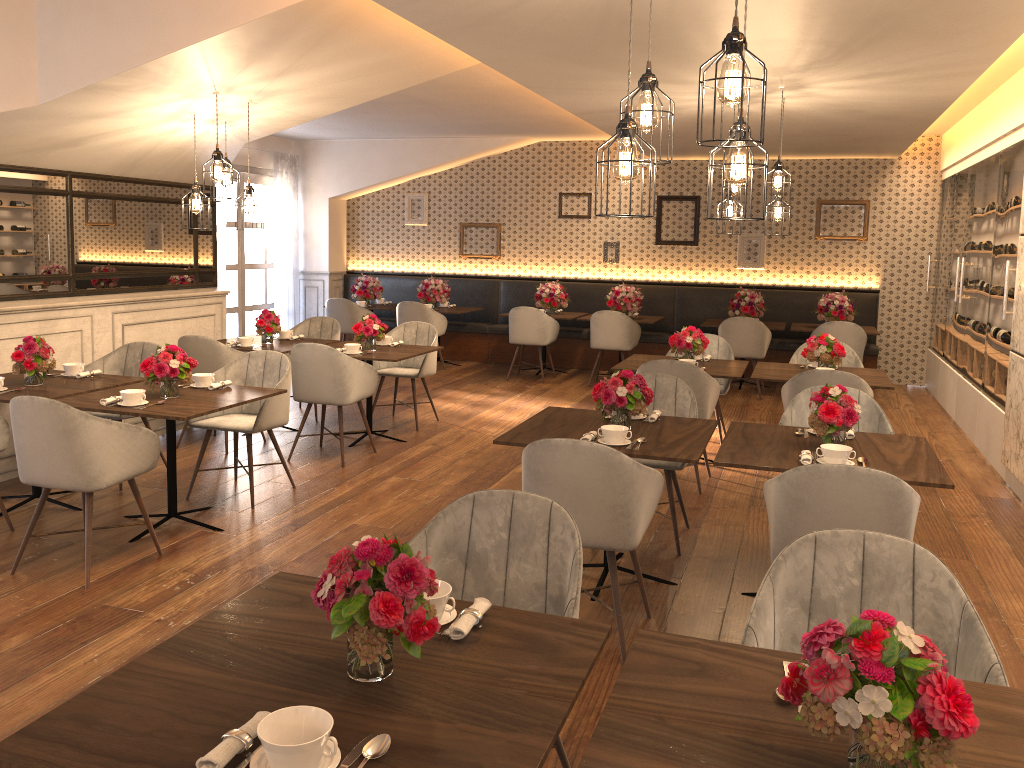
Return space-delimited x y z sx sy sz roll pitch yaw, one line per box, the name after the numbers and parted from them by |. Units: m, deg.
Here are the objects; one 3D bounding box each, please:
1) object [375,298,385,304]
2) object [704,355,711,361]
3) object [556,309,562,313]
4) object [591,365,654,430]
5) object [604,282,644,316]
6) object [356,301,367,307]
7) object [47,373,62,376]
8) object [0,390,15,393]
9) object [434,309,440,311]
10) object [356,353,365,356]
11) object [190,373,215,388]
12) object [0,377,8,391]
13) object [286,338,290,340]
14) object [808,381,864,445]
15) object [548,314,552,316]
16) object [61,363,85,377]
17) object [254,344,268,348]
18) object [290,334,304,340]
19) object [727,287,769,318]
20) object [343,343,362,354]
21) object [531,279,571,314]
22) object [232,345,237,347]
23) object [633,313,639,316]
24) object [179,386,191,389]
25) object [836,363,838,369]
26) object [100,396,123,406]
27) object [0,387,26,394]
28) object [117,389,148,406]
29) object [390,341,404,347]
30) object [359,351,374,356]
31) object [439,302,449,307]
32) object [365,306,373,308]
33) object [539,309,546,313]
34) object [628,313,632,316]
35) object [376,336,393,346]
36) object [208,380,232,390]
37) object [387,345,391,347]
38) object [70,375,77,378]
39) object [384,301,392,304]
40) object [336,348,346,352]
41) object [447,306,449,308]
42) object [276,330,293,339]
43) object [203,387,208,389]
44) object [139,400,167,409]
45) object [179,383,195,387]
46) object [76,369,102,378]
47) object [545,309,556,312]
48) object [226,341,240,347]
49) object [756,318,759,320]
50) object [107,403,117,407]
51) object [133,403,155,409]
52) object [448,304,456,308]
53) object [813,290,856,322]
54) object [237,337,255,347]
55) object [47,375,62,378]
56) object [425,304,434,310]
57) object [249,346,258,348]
-1.771 -1.111 11.896 0.148 0.072 0.149 -3 9 -24 | object
1.502 -0.199 6.802 0.056 0.039 0.176 4 9 18 | object
0.592 -0.917 11.120 0.056 0.039 0.176 4 9 18 | object
0.531 0.064 4.221 0.305 0.299 0.236 1 7 -4 | object
1.334 -0.986 10.446 0.420 0.423 0.408 4 8 20 | object
-1.929 -1.020 11.310 0.148 0.072 0.149 -3 9 -24 | object
-2.799 -0.063 5.447 0.043 0.015 0.198 4 9 14 | object
-2.762 0.041 4.845 0.022 0.004 0.212 4 10 18 | object
-0.944 -0.921 11.009 0.043 0.015 0.198 5 10 22 | object
-1.132 -0.230 6.742 0.022 0.004 0.212 4 10 18 | object
-1.788 -0.019 5.132 0.148 0.072 0.149 -1 9 -14 | object
-2.843 0.005 4.841 0.148 0.072 0.149 -1 9 -14 | object
-1.879 -0.394 7.588 0.025 0.024 0.194 4 9 18 | object
1.425 0.136 3.896 0.234 0.299 0.307 4 8 20 | object
0.431 -0.817 10.556 0.043 0.015 0.198 5 10 22 | object
-2.685 -0.086 5.427 0.148 0.072 0.149 -1 9 -14 | object
-2.004 -0.300 7.022 0.043 0.015 0.198 5 10 22 | object
-1.844 -0.400 7.586 0.056 0.039 0.176 4 9 18 | object
2.661 -0.888 10.023 0.420 0.423 0.408 -3 9 -29 | object
-1.213 -0.266 6.738 0.148 0.072 0.149 -1 9 -14 | object
0.482 -1.066 10.832 0.420 0.423 0.408 -3 8 -28 | object
-2.182 -0.317 7.069 0.025 0.024 0.194 4 9 18 | object
1.512 -0.848 10.817 0.056 0.039 0.176 4 9 18 | object
-1.871 0.013 5.135 0.022 0.004 0.212 4 10 18 | object
2.374 -0.133 6.515 0.056 0.039 0.176 4 9 18 | object
-2.055 0.081 4.583 0.056 0.039 0.176 4 9 18 | object
-2.738 0.038 4.829 0.043 0.015 0.198 5 10 22 | object
-1.947 0.072 4.546 0.148 0.072 0.149 -1 9 -14 | object
-0.947 -0.332 7.291 0.056 0.039 0.176 4 9 18 | object
-1.108 -0.233 6.726 0.043 0.015 0.198 5 10 22 | object
-0.891 -1.045 11.607 0.148 0.072 0.149 -3 9 -24 | object
-1.823 -0.987 11.299 0.043 0.015 0.198 5 10 22 | object
0.326 -0.851 10.568 0.148 0.072 0.149 -3 9 -24 | object
1.405 -0.872 10.851 0.148 0.072 0.149 -3 9 -24 | object
-1.055 -0.357 7.324 0.148 0.072 0.149 -1 9 -14 | object
-1.681 0.006 5.098 0.056 0.039 0.176 4 9 18 | object
-0.983 -0.326 7.293 0.025 0.024 0.194 4 9 18 | object
-2.613 -0.056 5.396 0.025 0.024 0.194 4 9 18 | object
-1.663 -1.087 11.863 0.056 0.039 0.176 4 9 18 | object
-1.322 -0.257 6.775 0.056 0.039 0.176 4 9 18 | object
-0.819 -1.015 11.576 0.025 0.024 0.194 4 9 18 | object
-1.951 -0.424 7.619 0.148 0.072 0.149 -1 9 -14 | object
-1.716 0.012 5.101 0.025 0.024 0.194 4 9 18 | object
-1.841 0.105 4.534 0.043 0.015 0.198 5 10 22 | object
-1.902 0.004 5.152 0.043 0.015 0.198 4 9 14 | object
-2.577 -0.062 5.394 0.056 0.039 0.176 4 9 18 | object
0.484 -0.942 11.154 0.148 0.072 0.149 -3 9 -24 | object
-2.218 -0.325 7.070 0.056 0.039 0.176 4 9 18 | object
2.868 -0.746 10.371 0.056 0.039 0.176 4 9 18 | object
-2.019 0.089 4.582 0.025 0.024 0.194 4 9 18 | object
-1.865 0.108 4.550 0.022 0.004 0.212 4 10 18 | object
-0.783 -1.020 11.573 0.056 0.039 0.176 4 9 18 | object
3.556 -0.823 9.740 0.420 0.423 0.408 -3 8 -28 | object
-2.110 -0.333 7.033 0.148 0.072 0.149 -1 9 -14 | object
-2.768 -0.054 5.430 0.022 0.004 0.212 4 10 18 | object
-1.049 -0.954 11.021 0.148 0.072 0.149 -3 9 -24 | object
-2.028 -0.297 7.037 0.022 0.004 0.212 4 10 18 | object
